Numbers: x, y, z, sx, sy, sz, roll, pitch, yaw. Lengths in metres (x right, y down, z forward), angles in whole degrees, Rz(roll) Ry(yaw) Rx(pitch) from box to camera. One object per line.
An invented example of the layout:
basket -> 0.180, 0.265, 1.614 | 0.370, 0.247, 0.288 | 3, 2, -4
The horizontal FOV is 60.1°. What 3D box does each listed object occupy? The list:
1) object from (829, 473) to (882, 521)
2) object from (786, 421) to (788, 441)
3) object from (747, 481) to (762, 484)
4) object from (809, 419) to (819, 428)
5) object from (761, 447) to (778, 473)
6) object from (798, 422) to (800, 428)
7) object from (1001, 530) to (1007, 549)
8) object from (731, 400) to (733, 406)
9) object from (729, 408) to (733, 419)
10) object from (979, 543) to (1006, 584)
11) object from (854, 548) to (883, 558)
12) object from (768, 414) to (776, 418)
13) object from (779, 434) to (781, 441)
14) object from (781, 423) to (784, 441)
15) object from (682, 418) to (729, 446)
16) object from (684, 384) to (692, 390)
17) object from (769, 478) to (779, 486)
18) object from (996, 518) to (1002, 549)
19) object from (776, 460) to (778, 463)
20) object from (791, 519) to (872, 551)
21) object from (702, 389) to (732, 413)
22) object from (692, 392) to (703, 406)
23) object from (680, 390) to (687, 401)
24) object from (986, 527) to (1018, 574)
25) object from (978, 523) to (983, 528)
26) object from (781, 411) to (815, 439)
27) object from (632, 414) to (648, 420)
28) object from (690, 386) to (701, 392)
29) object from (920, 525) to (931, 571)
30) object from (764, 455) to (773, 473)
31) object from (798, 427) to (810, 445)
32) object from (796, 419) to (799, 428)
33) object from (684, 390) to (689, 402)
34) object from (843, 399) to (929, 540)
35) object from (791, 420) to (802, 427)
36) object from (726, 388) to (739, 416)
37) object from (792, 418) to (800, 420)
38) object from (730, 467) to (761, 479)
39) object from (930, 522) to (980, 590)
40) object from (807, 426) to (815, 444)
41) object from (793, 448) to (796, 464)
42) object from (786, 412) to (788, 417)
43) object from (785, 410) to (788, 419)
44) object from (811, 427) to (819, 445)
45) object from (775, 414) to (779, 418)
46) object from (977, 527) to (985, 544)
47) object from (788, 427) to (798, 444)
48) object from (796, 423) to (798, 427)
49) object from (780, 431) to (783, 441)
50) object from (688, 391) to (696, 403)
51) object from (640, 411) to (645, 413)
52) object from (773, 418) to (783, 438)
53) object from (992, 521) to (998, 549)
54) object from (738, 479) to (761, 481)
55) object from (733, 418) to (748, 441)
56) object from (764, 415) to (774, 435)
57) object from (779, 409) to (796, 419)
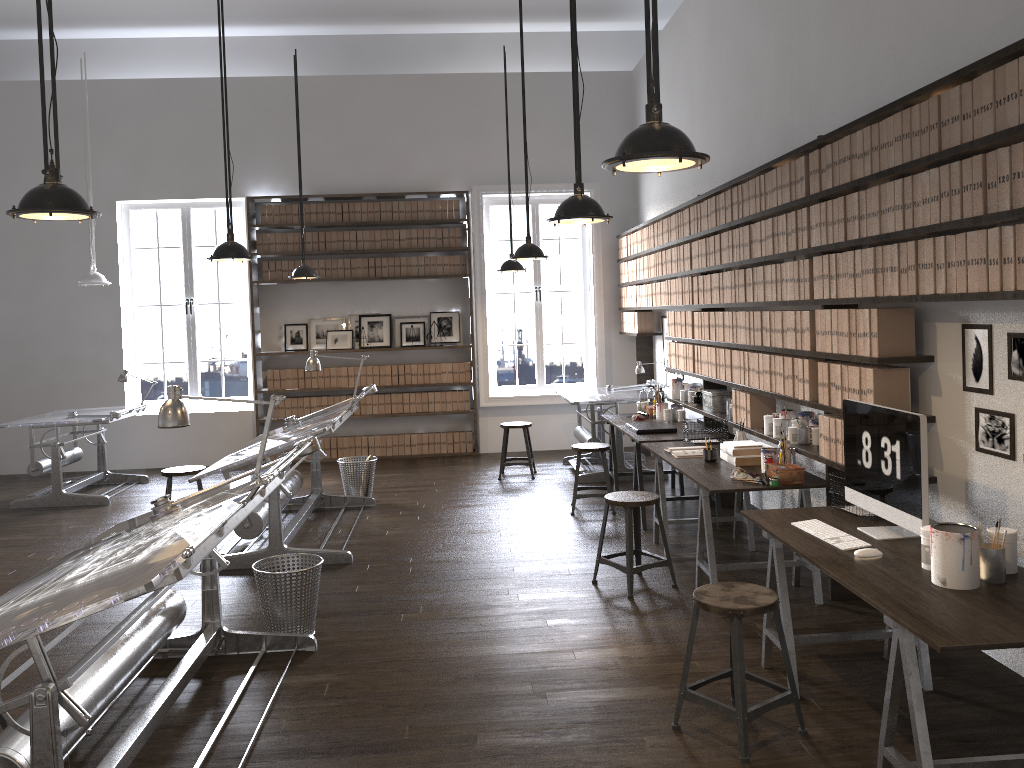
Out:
object -> 1.566, 0.492, 3.930 | 0.204, 0.160, 0.284 | -3, 4, -11
object -> 1.460, 0.312, 4.702 | 0.020, 0.228, 0.007 | -1, 2, 28
object -> 1.260, 0.516, 4.693 | 0.005, 0.005, 0.158 | -4, 5, -38
object -> 1.769, 0.275, 5.122 | 0.095, 0.129, 0.094 | -3, 3, -16
object -> 1.437, 0.429, 4.909 | 0.104, 0.141, 0.105 | -2, 3, 4
object -> 1.670, 0.271, 5.120 | 0.036, 0.119, 0.005 | -2, 2, -7
object -> 1.618, 0.564, 2.930 | 0.054, 0.157, 0.007 | -3, 2, -20
object -> 1.575, 0.176, 6.312 | 0.008, 0.125, 0.041 | -2, 2, -15
object -> 1.633, 0.203, 6.286 | 0.181, 0.093, 0.062 | -1, 3, 10
object -> 1.591, 0.598, 2.938 | 0.083, 0.122, 0.082 | -3, 3, -28
object -> 1.312, 0.621, 3.260 | 0.106, 0.028, 0.059 | -3, 4, -7
object -> 1.630, 0.250, 5.534 | 0.063, 0.118, 0.063 | 0, 3, 37
object -> 1.438, 0.345, 4.712 | 0.008, 0.153, 0.038 | -4, 2, -44
object -> 1.444, 0.319, 4.721 | 0.007, 0.214, 0.055 | -2, 2, 3
object -> 1.332, 0.326, 6.096 | 0.284, 0.160, 0.204 | -2, 3, -4
object -> 1.538, 0.065, 7.719 | 0.070, 0.130, 0.070 | 0, 3, 34
object -> 1.356, 0.506, 4.577 | 0.049, 0.037, 0.049 | -2, 4, 0
object -> 1.619, 0.550, 2.956 | 0.045, 0.204, 0.007 | -3, 2, -23
object -> 1.469, 0.460, 4.819 | 0.059, 0.088, 0.060 | -2, 3, 1
object -> 1.278, 0.605, 3.570 | 0.118, 0.017, 0.440 | -3, 5, -8
object -> 1.587, 0.129, 6.822 | 0.193, 0.152, 0.318 | -2, 4, -4
object -> 1.521, 0.117, 7.257 | 0.091, 0.108, 0.171 | -2, 4, -4
object -> 1.474, 0.099, 7.605 | 0.062, 0.094, 0.062 | -3, 3, -18
object -> 1.681, 0.571, 3.035 | 0.094, 0.144, 0.095 | -1, 3, 13
object -> 1.628, 0.564, 3.187 | 0.092, 0.142, 0.097 | -3, 3, -24
object -> 1.706, 0.250, 5.292 | 0.205, 0.161, 0.094 | -2, 2, -2
object -> 1.077, 0.275, 7.539 | 0.132, 0.050, 0.197 | 0, 5, 25
object -> 1.584, 0.081, 7.626 | 0.094, 0.128, 0.095 | -1, 3, 27
object -> 1.478, 0.574, 3.088 | 0.094, 0.144, 0.095 | -1, 3, 22
object -> 1.403, 0.449, 4.840 | 0.049, 0.111, 0.050 | -2, 2, 0
object -> 1.667, 0.297, 5.048 | 0.062, 0.094, 0.063 | -1, 3, 28
object -> 1.661, 0.271, 5.124 | 0.029, 0.135, 0.004 | -2, 2, -8
object -> 1.493, 0.104, 7.537 | 0.063, 0.093, 0.062 | -3, 3, -18
object -> 1.523, 0.347, 3.563 | 0.204, 0.517, 0.645 | -2, 3, -4
object -> 1.679, 0.273, 5.218 | 0.062, 0.119, 0.062 | -4, 3, -35
object -> 1.619, 0.099, 6.446 | 0.156, 0.271, 0.181 | -3, 3, -19
object -> 1.694, 0.267, 5.279 | 0.045, 0.127, 0.044 | -2, 2, 14
object -> 1.256, 0.488, 4.814 | 0.132, 0.050, 0.197 | -5, 5, -33
object -> 1.459, 0.569, 2.917 | 0.145, 0.196, 0.144 | -4, 3, -31
object -> 1.716, 0.293, 5.078 | 0.045, 0.102, 0.044 | -2, 2, -12
object -> 1.541, 0.427, 4.964 | 0.094, 0.128, 0.095 | -2, 3, -7
object -> 1.672, 0.238, 5.336 | 0.036, 0.148, 0.005 | -1, 2, 19
object -> 1.665, 0.238, 5.343 | 0.029, 0.168, 0.004 | -1, 2, 18
object -> 1.730, 0.297, 5.017 | 0.062, 0.095, 0.062 | -1, 3, 28
object -> 1.652, 0.253, 5.480 | 0.044, 0.127, 0.045 | -2, 2, -3
object -> 1.583, 0.573, 3.068 | 0.096, 0.143, 0.097 | -1, 3, 13
object -> 1.611, 0.296, 5.085 | 0.062, 0.095, 0.062 | -1, 3, 28
object -> 1.667, 0.277, 5.140 | 0.035, 0.104, 0.004 | -2, 2, -5
object -> 1.444, 0.332, 4.702 | 0.008, 0.186, 0.071 | -1, 2, 39
object -> 1.519, 0.108, 7.476 | 0.062, 0.094, 0.062 | -3, 3, -18
object -> 1.145, 0.256, 7.787 | 0.049, 0.037, 0.049 | -2, 4, -7
object -> 1.603, 0.267, 5.332 | 0.062, 0.119, 0.062 | -4, 3, -35
object -> 1.605, 0.549, 2.957 | 0.055, 0.180, 0.007 | -3, 2, -22
object -> 1.254, 0.508, 4.704 | 0.011, 0.017, 0.171 | -4, 5, -35
object -> 1.479, 0.327, 5.733 | 0.101, 0.209, 0.101 | 0, 3, 41
object -> 1.590, 0.255, 5.476 | 0.062, 0.119, 0.062 | -4, 3, -44
object -> 1.687, 0.240, 5.420 | 0.094, 0.161, 0.095 | -2, 2, -7
